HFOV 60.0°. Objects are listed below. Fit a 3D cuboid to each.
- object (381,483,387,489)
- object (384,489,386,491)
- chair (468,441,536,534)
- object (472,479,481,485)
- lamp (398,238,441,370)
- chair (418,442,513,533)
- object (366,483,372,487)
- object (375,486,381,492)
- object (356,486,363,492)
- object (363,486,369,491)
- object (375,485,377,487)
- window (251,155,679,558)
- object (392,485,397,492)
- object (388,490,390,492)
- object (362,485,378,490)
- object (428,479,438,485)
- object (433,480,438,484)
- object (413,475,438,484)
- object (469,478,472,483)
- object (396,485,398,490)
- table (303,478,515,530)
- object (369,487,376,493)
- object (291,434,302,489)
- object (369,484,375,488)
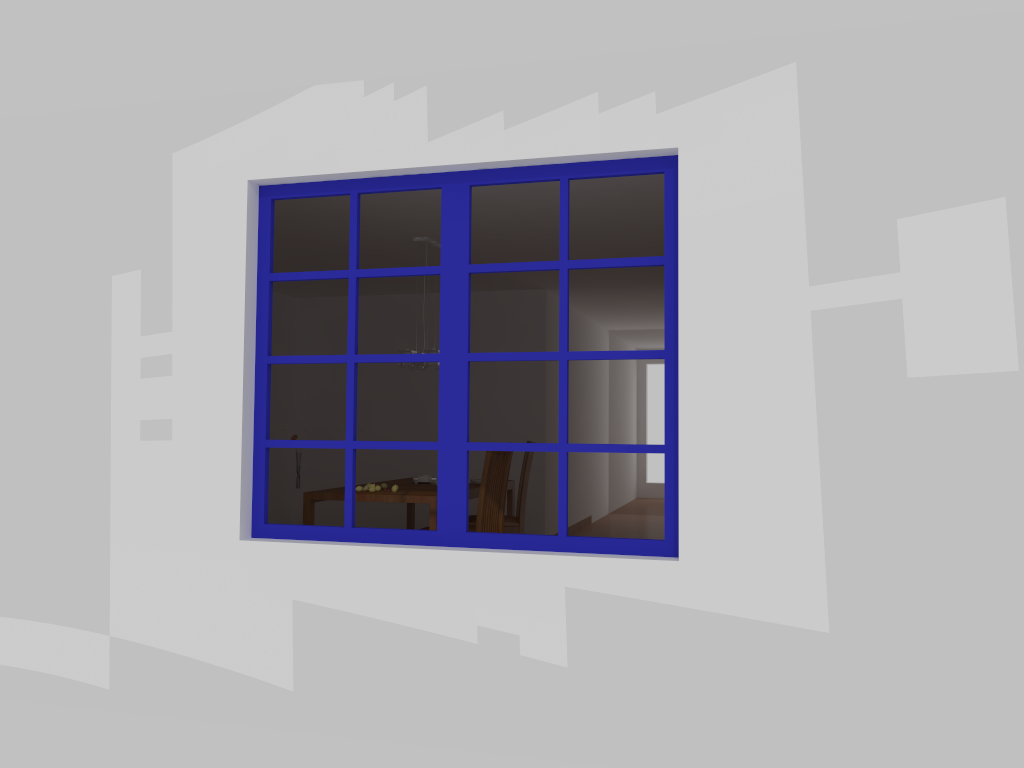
[{"bbox_3d":[-0.860,0.688,5.967,0.042,0.041,0.041,0,-3,1],"label":"object"},{"bbox_3d":[-0.827,0.691,5.777,0.012,0.014,0.014,0,-3,4],"label":"object"},{"bbox_3d":[-0.115,0.950,6.521,0.574,1.063,0.444,1,-3,-4],"label":"chair"},{"bbox_3d":[-0.234,0.722,6.518,0.136,0.036,0.136,2,-3,-26],"label":"object"},{"bbox_3d":[-0.620,-0.568,6.412,0.304,0.919,0.304,0,-3,16],"label":"lamp"},{"bbox_3d":[-0.302,0.916,5.850,0.574,1.063,0.444,-1,-3,25],"label":"chair"},{"bbox_3d":[-0.943,0.673,5.854,0.042,0.038,0.043,1,-3,-8],"label":"object"},{"bbox_3d":[-0.869,0.678,5.750,0.041,0.039,0.044,2,-3,-21],"label":"object"},{"bbox_3d":[-0.980,0.673,5.688,0.043,0.038,0.043,0,-3,5],"label":"object"},{"bbox_3d":[-0.948,0.678,5.765,0.033,0.036,0.039,3,-4,-37],"label":"object"},{"bbox_3d":[-0.883,0.666,5.775,0.012,0.014,0.014,-2,-3,37],"label":"object"},{"bbox_3d":[-0.218,-0.101,3.379,1.699,1.430,0.035,0,-3,16],"label":"window"},{"bbox_3d":[-0.754,0.672,5.691,0.038,0.053,0.039,3,-4,-39],"label":"object"},{"bbox_3d":[-0.798,0.690,5.743,0.014,0.012,0.014,-1,-3,20],"label":"object"},{"bbox_3d":[-0.944,0.684,5.837,0.091,0.032,0.092,0,-3,16],"label":"object"},{"bbox_3d":[-0.537,0.713,6.447,0.151,0.041,0.151,2,-3,-24],"label":"object"},{"bbox_3d":[-0.546,0.710,6.424,0.060,0.033,0.048,0,-3,15],"label":"object"},{"bbox_3d":[-0.650,0.713,6.674,0.176,0.062,0.195,0,-3,1],"label":"object"},{"bbox_3d":[-0.327,0.727,6.657,0.065,0.037,0.065,-1,-3,29],"label":"object"},{"bbox_3d":[-0.762,0.679,5.783,0.042,0.041,0.041,1,-3,-10],"label":"object"},{"bbox_3d":[-0.654,1.099,6.359,0.900,0.740,1.800,0,-3,16],"label":"table"},{"bbox_3d":[-0.887,0.672,5.642,0.043,0.038,0.043,0,-3,5],"label":"object"},{"bbox_3d":[-1.461,0.521,5.986,0.085,0.365,0.050,0,-3,13],"label":"object"},{"bbox_3d":[-0.903,0.668,5.733,0.039,0.049,0.039,-1,-3,23],"label":"object"}]
